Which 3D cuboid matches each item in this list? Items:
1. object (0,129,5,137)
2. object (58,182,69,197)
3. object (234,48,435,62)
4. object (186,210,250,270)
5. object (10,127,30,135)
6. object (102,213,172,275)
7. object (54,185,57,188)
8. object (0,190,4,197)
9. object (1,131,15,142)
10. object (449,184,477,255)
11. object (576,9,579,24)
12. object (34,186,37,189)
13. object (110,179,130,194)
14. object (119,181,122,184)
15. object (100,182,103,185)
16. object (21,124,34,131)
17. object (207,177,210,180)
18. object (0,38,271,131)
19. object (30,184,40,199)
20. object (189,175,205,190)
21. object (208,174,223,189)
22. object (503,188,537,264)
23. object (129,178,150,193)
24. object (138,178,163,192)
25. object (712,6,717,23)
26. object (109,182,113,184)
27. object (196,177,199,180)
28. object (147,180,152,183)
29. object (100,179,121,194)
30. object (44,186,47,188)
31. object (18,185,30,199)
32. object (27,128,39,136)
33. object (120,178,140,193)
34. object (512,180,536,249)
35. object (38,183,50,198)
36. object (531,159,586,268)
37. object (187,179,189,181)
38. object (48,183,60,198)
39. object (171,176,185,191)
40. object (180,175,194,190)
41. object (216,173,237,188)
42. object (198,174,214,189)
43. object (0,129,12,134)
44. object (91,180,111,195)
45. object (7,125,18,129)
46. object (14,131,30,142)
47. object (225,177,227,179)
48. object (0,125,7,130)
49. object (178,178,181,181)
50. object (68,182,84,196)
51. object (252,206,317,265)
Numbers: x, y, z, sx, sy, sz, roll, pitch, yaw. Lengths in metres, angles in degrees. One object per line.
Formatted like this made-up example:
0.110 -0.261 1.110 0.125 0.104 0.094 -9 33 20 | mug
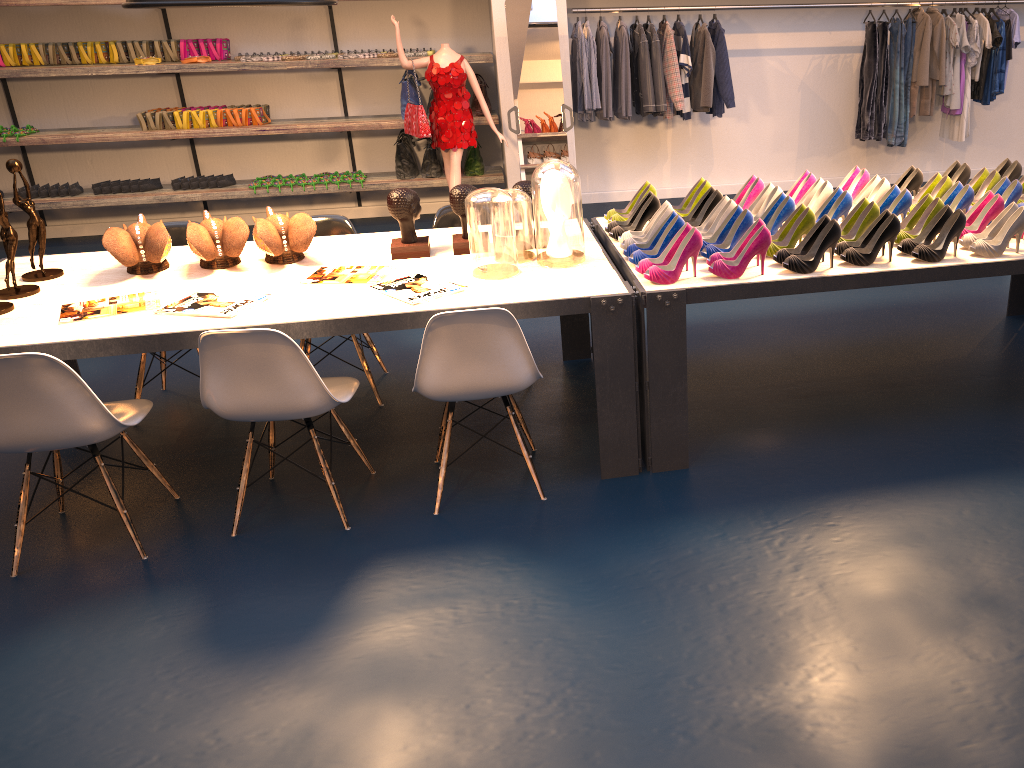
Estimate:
-3.844 -1.882 6.548 0.086 0.057 0.230 -6 24 -8 | object
-3.485 -1.519 6.779 0.067 0.086 0.186 -4 23 -2 | object
-1.389 -2.607 6.873 1.570 0.059 0.476 -6 24 -10 | object
-1.214 -0.591 3.554 0.239 0.199 0.417 -13 25 -23 | object
-3.700 -1.892 6.496 0.085 0.066 0.241 -1 23 3 | object
-1.488 -0.564 3.502 0.236 0.199 0.422 -10 24 -17 | object
-3.550 -1.538 6.756 0.012 0.022 0.047 -5 23 -3 | object
-3.979 -1.467 6.682 0.067 0.086 0.186 -4 23 -2 | object
-3.742 -1.830 6.424 0.086 0.057 0.230 -6 24 -8 | object
-0.184 -0.707 3.677 0.158 0.280 0.153 -7 22 -7 | object
0.538 -2.946 7.075 0.010 0.215 0.430 -5 23 -2 | object
-3.693 -1.523 6.729 0.012 0.022 0.047 -5 23 -3 | object
-3.081 -1.561 6.860 0.062 0.086 0.201 8 25 26 | object
-3.080 -1.586 6.848 0.011 0.022 0.051 7 24 25 | object
-3.217 -1.572 6.821 0.011 0.022 0.050 4 24 20 | object
-3.711 -1.959 6.652 0.091 0.066 0.223 -14 26 -25 | object
-2.443 -1.653 6.973 0.011 0.022 0.050 3 24 18 | object
-2.708 -2.505 6.646 2.771 1.114 0.450 -6 21 -10 | object
-3.695 -1.497 6.738 0.067 0.086 0.186 -4 23 -2 | object
-2.516 -1.620 6.970 0.063 0.086 0.197 4 24 19 | object
-2.377 -1.635 6.998 0.063 0.086 0.198 5 24 20 | object
0.002 -0.649 3.530 0.184 0.284 0.168 -11 23 -17 | object
-2.941 -1.576 6.886 0.062 0.086 0.202 10 26 30 | object
-2.873 -1.583 6.900 0.061 0.086 0.203 12 26 33 | object
1.711 -3.077 7.322 0.010 0.215 0.430 -5 23 -2 | object
-3.149 -1.579 6.834 0.011 0.022 0.051 6 24 23 | object
-2.514 -1.645 6.959 0.011 0.022 0.050 3 23 18 | object
-2.872 -1.607 6.888 0.011 0.022 0.051 10 26 33 | object
-3.151 -1.554 6.845 0.062 0.086 0.200 7 24 24 | object
-3.622 -1.530 6.743 0.012 0.022 0.047 -5 23 -3 | object
-3.763 -1.489 6.724 0.067 0.086 0.186 -4 23 -2 | object
-3.661 -1.901 6.584 0.086 0.057 0.230 -6 24 -8 | object
-3.009 -1.569 6.873 0.062 0.086 0.201 8 25 26 | object
0.076 -0.735 3.728 0.158 0.280 0.153 -7 22 -7 | object
-3.625 -1.504 6.752 0.067 0.086 0.186 -4 23 -2 | object
0.183 -0.687 3.460 0.213 0.404 0.194 -11 22 -17 | object
-2.585 -1.638 6.946 0.011 0.022 0.049 0 23 11 | object
-3.553 -1.511 6.765 0.067 0.086 0.186 -4 23 -2 | object
-2.655 -1.606 6.943 0.064 0.086 0.195 2 23 13 | object
-2.587 -1.612 6.956 0.064 0.086 0.194 1 23 12 | object
-2.307 -1.642 7.012 0.062 0.086 0.200 6 24 23 | object
-2.445 -1.627 6.984 0.063 0.086 0.198 4 24 19 | object
-3.796 -1.872 6.453 0.085 0.063 0.240 -1 23 3 | object
-3.219 -1.547 6.832 0.063 0.086 0.198 5 24 21 | object
-3.807 -1.938 6.607 0.092 0.071 0.222 -14 27 -26 | object
-3.649 -1.834 6.430 0.086 0.057 0.230 -6 24 -8 | object
-2.305 -1.667 7.000 0.011 0.022 0.051 5 24 23 | object
-3.895 -1.938 6.615 0.088 0.073 0.226 -10 25 -17 | object
-2.653 -1.631 6.932 0.011 0.022 0.049 1 23 12 | object
-3.415 -1.526 6.793 0.067 0.086 0.186 -4 23 -2 | object
-0.962 -0.618 3.604 0.239 0.199 0.417 -13 25 -23 | object
